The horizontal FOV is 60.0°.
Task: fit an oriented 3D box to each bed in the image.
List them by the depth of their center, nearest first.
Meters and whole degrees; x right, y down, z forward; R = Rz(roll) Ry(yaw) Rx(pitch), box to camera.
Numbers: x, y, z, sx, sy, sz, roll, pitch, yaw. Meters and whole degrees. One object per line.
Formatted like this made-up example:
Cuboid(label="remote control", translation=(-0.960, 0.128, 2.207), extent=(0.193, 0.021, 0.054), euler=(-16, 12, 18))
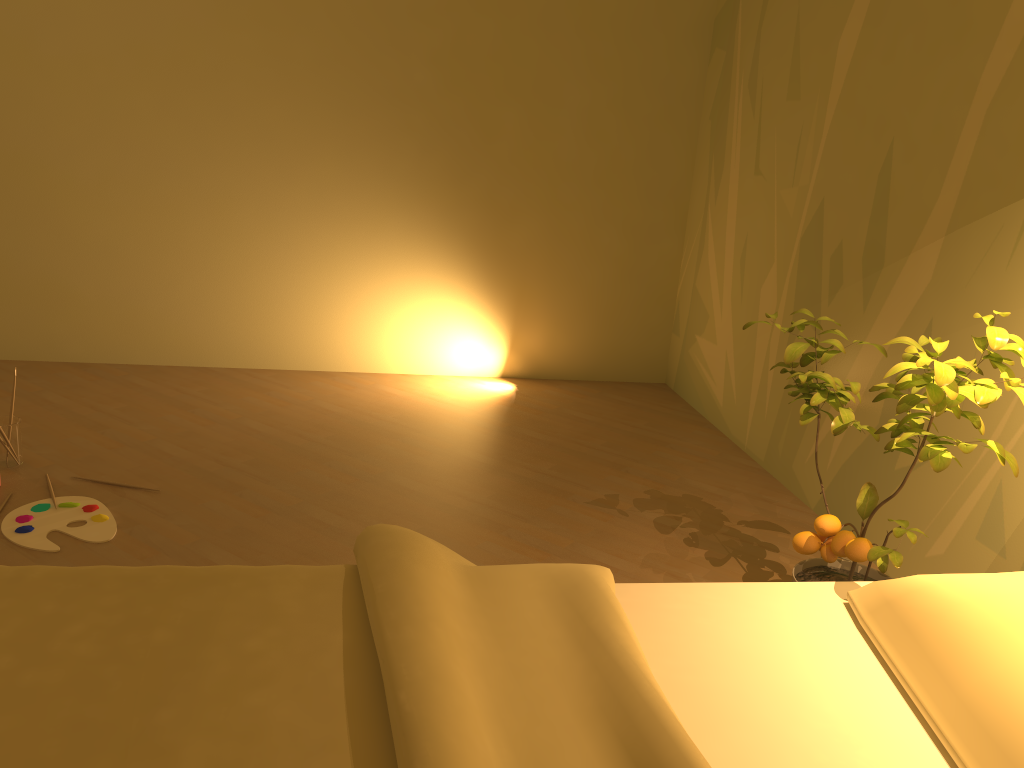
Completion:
Cuboid(label="bed", translation=(0.194, 0.465, 1.221), extent=(2.378, 0.894, 1.286), euler=(2, 16, -11))

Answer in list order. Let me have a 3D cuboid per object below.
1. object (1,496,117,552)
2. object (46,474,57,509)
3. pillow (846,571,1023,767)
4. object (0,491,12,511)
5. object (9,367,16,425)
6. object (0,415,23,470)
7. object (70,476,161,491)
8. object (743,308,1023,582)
Cuboid(label="object", translation=(-1.328, 0.401, 2.594), extent=(0.288, 0.014, 0.366), euler=(-8, 20, -37))
Cuboid(label="object", translation=(-1.449, 0.335, 2.789), extent=(0.010, 0.015, 0.325), euler=(-5, 19, -31))
Cuboid(label="pillow", translation=(0.881, 0.477, 1.334), extent=(0.482, 0.213, 0.801), euler=(5, 16, -1))
Cuboid(label="object", translation=(-1.518, 0.381, 2.613), extent=(0.010, 0.010, 0.325), euler=(1, 16, -15))
Cuboid(label="object", translation=(-1.676, 0.104, 2.968), extent=(0.010, 0.319, 0.069), euler=(9, 16, 15))
Cuboid(label="object", translation=(-1.684, 0.196, 2.944), extent=(0.106, 0.157, 0.106), euler=(-8, 20, -37))
Cuboid(label="object", translation=(-1.292, 0.324, 2.884), extent=(0.325, 0.010, 0.010), euler=(7, 16, 9))
Cuboid(label="object", translation=(0.776, 0.237, 2.104), extent=(0.372, 0.944, 0.828), euler=(0, 17, -17))
